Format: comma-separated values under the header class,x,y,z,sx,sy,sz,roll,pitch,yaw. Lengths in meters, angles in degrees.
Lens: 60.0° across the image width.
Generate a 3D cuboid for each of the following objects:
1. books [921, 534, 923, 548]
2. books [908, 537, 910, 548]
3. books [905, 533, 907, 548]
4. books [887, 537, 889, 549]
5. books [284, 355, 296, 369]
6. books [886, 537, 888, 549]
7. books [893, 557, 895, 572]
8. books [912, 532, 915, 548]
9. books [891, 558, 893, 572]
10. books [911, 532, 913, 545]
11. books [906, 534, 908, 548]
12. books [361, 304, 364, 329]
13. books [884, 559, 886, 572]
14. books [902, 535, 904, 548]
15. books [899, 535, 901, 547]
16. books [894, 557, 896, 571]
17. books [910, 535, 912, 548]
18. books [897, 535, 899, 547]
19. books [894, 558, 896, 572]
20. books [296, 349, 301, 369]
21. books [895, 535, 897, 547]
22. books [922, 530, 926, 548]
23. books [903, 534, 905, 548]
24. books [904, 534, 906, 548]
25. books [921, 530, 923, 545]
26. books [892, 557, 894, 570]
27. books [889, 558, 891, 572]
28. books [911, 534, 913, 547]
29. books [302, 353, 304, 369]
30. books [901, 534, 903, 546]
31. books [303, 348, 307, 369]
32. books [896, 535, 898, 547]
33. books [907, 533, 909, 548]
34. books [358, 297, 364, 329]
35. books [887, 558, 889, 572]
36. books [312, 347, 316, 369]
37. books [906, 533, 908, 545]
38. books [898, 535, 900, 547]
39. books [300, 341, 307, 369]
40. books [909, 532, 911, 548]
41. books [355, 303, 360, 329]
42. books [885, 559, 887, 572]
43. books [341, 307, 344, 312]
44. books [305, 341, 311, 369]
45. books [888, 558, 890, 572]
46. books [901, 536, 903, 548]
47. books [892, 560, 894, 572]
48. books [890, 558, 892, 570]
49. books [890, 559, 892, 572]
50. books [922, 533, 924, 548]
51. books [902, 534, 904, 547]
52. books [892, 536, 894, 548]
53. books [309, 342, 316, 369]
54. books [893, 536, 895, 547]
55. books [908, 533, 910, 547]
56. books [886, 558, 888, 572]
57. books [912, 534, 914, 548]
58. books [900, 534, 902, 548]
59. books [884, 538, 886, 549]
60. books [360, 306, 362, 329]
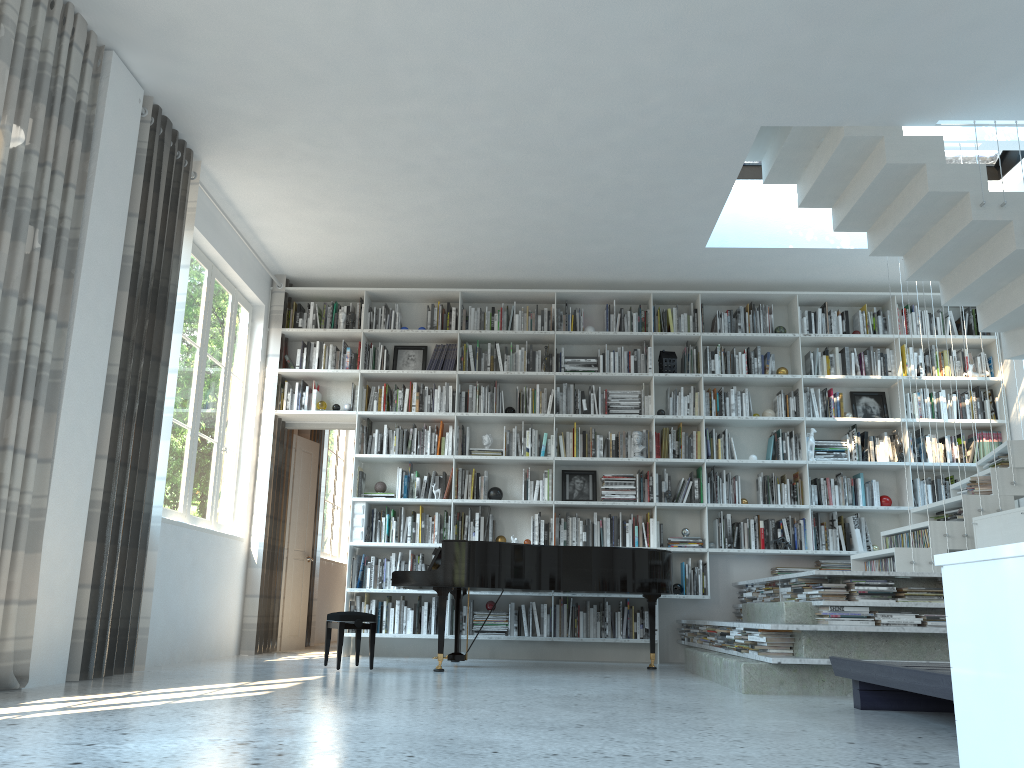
class,x,y,z,sx,sy,sz,roll,pitch,yaw
books,2.771,1.029,5.860,0.125,0.125,0.008,1,-14,2
books,2.777,1.082,6.067,0.125,0.125,0.009,1,-14,2
books,2.778,1.093,6.109,0.125,0.125,0.008,1,-14,2
books,2.787,1.173,6.419,0.125,0.125,0.008,1,-14,2
books,-1.960,-0.161,7.898,0.121,0.175,0.130,1,-14,2
books,2.788,1.178,6.439,0.125,0.125,0.010,1,-14,2
books,2.623,1.226,5.942,0.125,0.125,0.008,1,-14,2
books,2.775,1.062,5.987,0.125,0.125,0.018,1,-14,2
books,2.624,1.235,5.976,0.125,0.125,0.008,1,-14,2
books,2.775,1.067,6.007,0.125,0.125,0.007,1,-14,2
books,2.778,1.089,6.094,0.125,0.125,0.007,1,-14,2
books,-1.311,-0.557,7.928,0.024,0.251,0.235,1,-14,2
books,2.627,1.264,6.091,0.125,0.125,0.008,1,-14,2
books,2.780,1.107,6.162,0.125,0.125,0.007,1,-14,2
books,2.781,1.119,6.212,0.125,0.125,0.009,1,-14,2
books,2.622,1.220,5.919,0.125,0.125,0.007,1,-14,2
books,2.776,1.075,6.037,0.125,0.125,0.016,1,-14,2
books,2.782,1.127,6.240,0.125,0.125,0.008,1,-14,2
books,2.622,1.222,5.927,0.125,0.125,0.007,1,-14,2
books,-1.882,-0.182,7.890,0.034,0.217,0.166,1,-14,2
books,2.783,1.136,6.275,0.125,0.125,0.007,1,-14,2
books,2.770,1.022,5.835,0.125,0.125,0.011,1,-14,2
books,2.779,1.101,6.140,0.125,0.125,0.010,1,-14,2
books,2.779,1.096,6.123,0.125,0.125,0.008,1,-14,2
books,2.771,1.027,5.853,0.125,0.125,0.007,1,-14,2
books,2.623,1.229,5.952,0.125,0.125,0.012,1,-14,2
books,2.625,1.243,6.009,0.125,0.125,0.007,1,-14,2
books,2.775,1.069,6.014,0.125,0.125,0.009,1,-14,2
books,-1.842,-0.166,7.900,0.024,0.192,0.138,1,-14,2
books,2.780,1.109,6.171,0.125,0.125,0.010,1,-14,2
books,-1.819,-0.189,7.878,0.022,0.227,0.172,1,-14,2
books,2.783,1.132,6.261,0.125,0.125,0.007,1,-14,2
books,2.777,1.085,6.076,0.125,0.125,0.013,1,-14,2
books,-1.354,-0.591,7.969,0.014,0.336,0.168,1,-14,2
books,2.626,1.251,6.040,0.125,0.125,0.010,1,-14,2
books,-1.744,-0.189,7.894,0.024,0.238,0.156,1,-14,2
books,2.777,1.087,6.087,0.125,0.125,0.008,1,-14,2
books,2.782,1.124,6.230,0.125,0.125,0.012,1,-14,2
books,-1.859,-0.220,7.902,0.011,0.296,0.163,1,-14,2
books,2.776,1.077,6.048,0.125,0.125,0.009,1,-14,2
books,-1.372,-0.565,7.969,0.022,0.286,0.175,1,-14,2
books,2.627,1.261,6.077,0.125,0.125,0.008,1,-14,2
books,-1.509,-0.549,7.958,0.025,0.243,0.168,1,-14,2
books,-1.796,-0.217,7.880,0.023,0.282,0.186,1,-14,2
books,2.625,1.247,6.023,0.125,0.125,0.008,1,-14,2
books,2.780,1.112,6.182,0.125,0.125,0.014,1,-14,2
books,2.623,1.231,5.961,0.125,0.125,0.010,1,-14,2
books,2.624,1.237,5.985,0.125,0.125,0.011,1,-14,2
books,2.624,1.239,5.992,0.125,0.125,0.011,1,-14,2
books,2.770,1.025,5.845,0.125,0.125,0.008,1,-14,2
books,2.779,1.105,6.155,0.125,0.125,0.007,1,-14,2
books,2.785,1.150,6.328,0.125,0.125,0.009,1,-14,2
books,-1.770,-0.213,7.901,0.028,0.287,0.133,1,-14,2
books,2.784,1.146,6.313,0.125,0.125,0.008,1,-14,2
books,2.777,1.080,6.057,0.125,0.125,0.011,1,-14,2
books,2.626,1.257,6.062,0.125,0.125,0.008,1,-14,2
books,2.775,1.064,5.997,0.125,0.125,0.012,1,-14,2
books,2.781,1.115,6.193,0.125,0.125,0.010,1,-14,2
books,2.789,1.188,6.477,0.125,0.125,0.007,1,-14,2
books,-1.335,-0.551,7.965,0.025,0.259,0.138,1,-14,2
